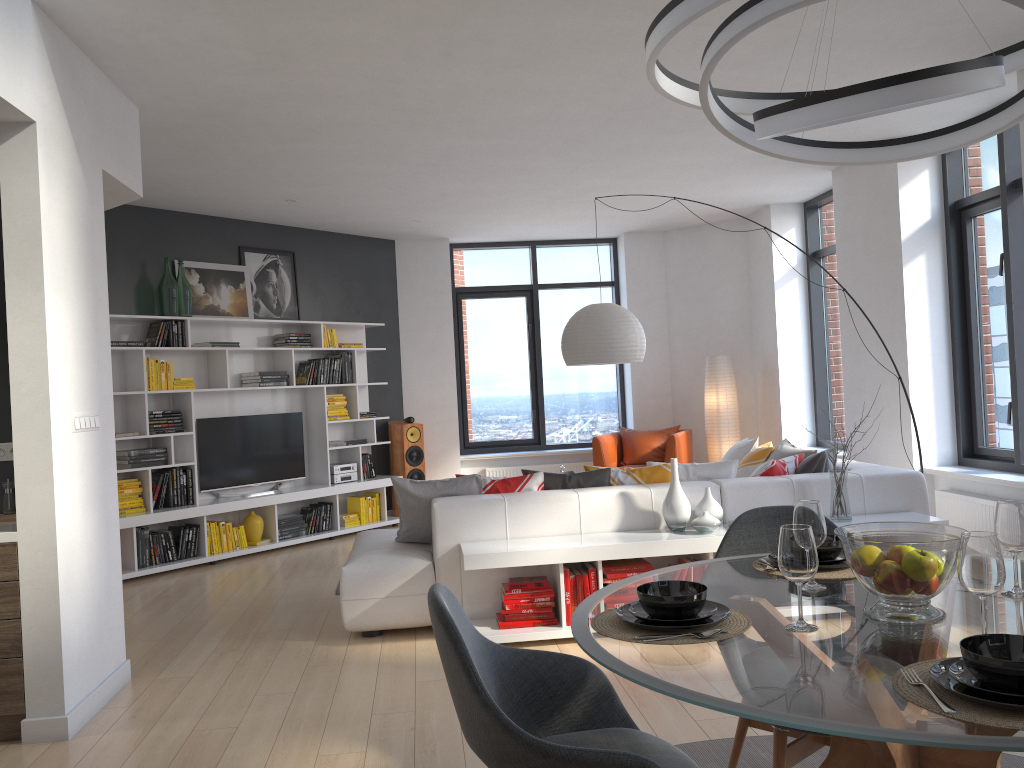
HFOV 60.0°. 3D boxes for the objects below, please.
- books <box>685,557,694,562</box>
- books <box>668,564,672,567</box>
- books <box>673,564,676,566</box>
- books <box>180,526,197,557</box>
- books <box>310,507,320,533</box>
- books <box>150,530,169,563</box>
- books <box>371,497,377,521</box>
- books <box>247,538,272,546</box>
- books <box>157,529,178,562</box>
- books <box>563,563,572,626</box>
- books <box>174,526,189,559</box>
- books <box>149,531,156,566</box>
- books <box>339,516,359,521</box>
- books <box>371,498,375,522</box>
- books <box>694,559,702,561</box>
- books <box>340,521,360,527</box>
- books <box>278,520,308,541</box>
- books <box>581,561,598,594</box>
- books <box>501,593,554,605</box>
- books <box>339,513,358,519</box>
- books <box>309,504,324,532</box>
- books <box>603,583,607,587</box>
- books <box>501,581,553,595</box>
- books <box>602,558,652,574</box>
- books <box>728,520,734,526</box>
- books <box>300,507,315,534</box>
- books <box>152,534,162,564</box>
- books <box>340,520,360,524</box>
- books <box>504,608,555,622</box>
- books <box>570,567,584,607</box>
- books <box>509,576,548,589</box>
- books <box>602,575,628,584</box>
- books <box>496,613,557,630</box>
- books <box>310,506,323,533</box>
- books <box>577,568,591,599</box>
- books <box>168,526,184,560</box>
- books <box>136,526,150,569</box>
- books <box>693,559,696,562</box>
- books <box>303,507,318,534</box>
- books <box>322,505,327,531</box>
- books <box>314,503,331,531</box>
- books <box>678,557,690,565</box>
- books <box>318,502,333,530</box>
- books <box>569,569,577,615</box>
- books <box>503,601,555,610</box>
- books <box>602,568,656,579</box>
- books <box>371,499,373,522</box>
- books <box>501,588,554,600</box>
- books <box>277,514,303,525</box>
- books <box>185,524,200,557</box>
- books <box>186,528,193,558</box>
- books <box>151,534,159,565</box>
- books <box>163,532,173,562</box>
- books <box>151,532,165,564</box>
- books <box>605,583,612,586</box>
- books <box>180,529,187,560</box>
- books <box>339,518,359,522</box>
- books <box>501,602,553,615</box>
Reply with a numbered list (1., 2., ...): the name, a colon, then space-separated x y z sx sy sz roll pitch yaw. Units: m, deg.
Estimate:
1. books: 0.963 1.086 4.763 0.038 0.270 0.215 -3 0 -6
2. books: 0.823 1.103 4.739 0.144 0.247 0.188 -3 0 -6
3. books: 0.864 1.101 4.736 0.115 0.245 0.192 -3 0 -6
4. books: -2.677 1.296 7.305 0.191 0.249 0.084 -3 0 39
5. books: -1.867 1.268 8.277 0.169 0.233 0.081 -3 0 38
6. books: -2.829 1.301 7.099 0.193 0.255 0.066 -3 0 38
7. books: -1.420 1.246 8.847 0.172 0.234 0.024 -3 0 39
8. books: -2.282 1.388 7.793 0.270 0.029 0.204 -3 0 24
9. books: -2.785 1.301 7.146 0.191 0.249 0.083 -3 0 39
10. books: 0.277 1.109 4.697 0.036 0.294 0.208 -3 0 -6
11. books: -2.719 1.296 7.256 0.192 0.254 0.075 -3 0 38
12. books: -2.902 1.297 7.020 0.202 0.268 0.053 -3 0 39
13. books: -1.597 1.303 8.612 0.134 0.014 0.187 -3 0 39
14. books: -1.434 1.247 8.825 0.172 0.234 0.024 -3 0 39
15. books: 1.023 1.083 4.745 0.028 0.269 0.181 -3 0 -6
16. books: -1.595 1.355 8.611 0.147 0.033 0.190 -3 0 39
17. books: -2.078 1.325 8.073 0.277 0.137 0.343 -3 0 34
18. books: 0.418 1.102 4.710 0.049 0.291 0.214 -3 0 -6
19. books: 0.078 1.135 4.738 0.261 0.028 0.191 -3 0 -6
20. books: -1.610 1.284 8.617 0.138 0.026 0.186 -3 0 39
21. books: -1.842 1.256 8.330 0.192 0.254 0.075 -3 0 38
22. books: 0.605 1.072 4.730 0.261 0.027 0.191 -3 0 -10
23. books: 0.078 1.082 4.725 0.254 0.025 0.178 -3 0 -7
24. books: 0.591 0.969 4.735 0.259 0.034 0.206 -3 0 -9
25. books: 1.355 0.766 4.819 0.300 0.026 0.245 -3 0 -1
26. books: -1.915 1.270 8.232 0.182 0.234 0.104 -3 0 39
27. books: -2.858 1.311 7.057 0.170 0.236 0.049 -3 0 39
28. books: -1.599 1.333 8.614 0.148 0.011 0.196 -3 0 39
29. books: 0.087 1.215 4.723 0.259 0.034 0.206 -3 0 -3
30. books: 0.346 1.122 4.707 0.034 0.259 0.207 -3 0 -6
31. books: 0.085 1.055 4.717 0.206 0.029 0.152 -3 0 0
32. books: 0.593 1.024 4.733 0.257 0.025 0.182 -3 0 -6
33. books: 0.074 1.249 4.713 0.301 0.032 0.227 -3 0 -6
34. books: -1.836 1.263 8.296 0.172 0.242 0.069 -3 0 40
35. books: 0.385 1.120 4.701 0.042 0.259 0.195 -3 0 -6
36. books: -2.750 1.294 7.222 0.197 0.260 0.066 -3 0 39
37. books: -2.963 1.278 6.953 0.259 0.321 0.128 -3 0 39
38. books: 0.994 1.087 4.757 0.028 0.266 0.188 -3 0 -6
39. books: -1.898 1.270 8.261 0.187 0.234 0.096 -3 0 39
40. books: -1.820 1.262 8.347 0.179 0.243 0.068 -3 0 38
41. books: -1.800 1.257 8.379 0.191 0.249 0.084 -3 0 39
42. books: 0.926 1.083 4.743 0.046 0.282 0.199 -3 0 -6
43. books: -1.780 1.251 8.406 0.197 0.260 0.066 -3 0 39
44. books: 0.312 1.125 4.703 0.031 0.255 0.181 -3 0 -6
45. books: 0.086 1.160 4.722 0.257 0.025 0.182 -3 0 -6
46. books: 0.612 0.998 4.729 0.266 0.026 0.187 -3 0 -12
47. books: -1.452 1.245 8.808 0.169 0.239 0.023 -3 0 39
48. books: 0.082 1.108 4.722 0.269 0.028 0.179 -3 0 -5
49. books: -2.104 1.233 8.083 0.250 0.047 0.310 -3 0 34
50. books: -2.657 1.290 7.332 0.197 0.260 0.066 -3 0 39
51. books: -2.692 1.299 7.268 0.179 0.243 0.071 -3 0 38
52. books: -2.878 1.312 7.042 0.189 0.240 0.053 -3 0 39
53. books: -2.804 1.306 7.117 0.177 0.242 0.066 -3 0 39
54. books: -2.838 1.307 7.069 0.169 0.242 0.050 -3 0 38
55. books: 0.614 1.046 4.727 0.236 0.023 0.178 -3 0 -6
56. books: -2.714 1.303 7.221 0.172 0.242 0.069 -3 0 40
57. books: -1.588 1.318 8.598 0.113 0.018 0.169 -3 0 40
58. books: 0.078 1.186 4.714 0.266 0.026 0.187 -3 0 0
